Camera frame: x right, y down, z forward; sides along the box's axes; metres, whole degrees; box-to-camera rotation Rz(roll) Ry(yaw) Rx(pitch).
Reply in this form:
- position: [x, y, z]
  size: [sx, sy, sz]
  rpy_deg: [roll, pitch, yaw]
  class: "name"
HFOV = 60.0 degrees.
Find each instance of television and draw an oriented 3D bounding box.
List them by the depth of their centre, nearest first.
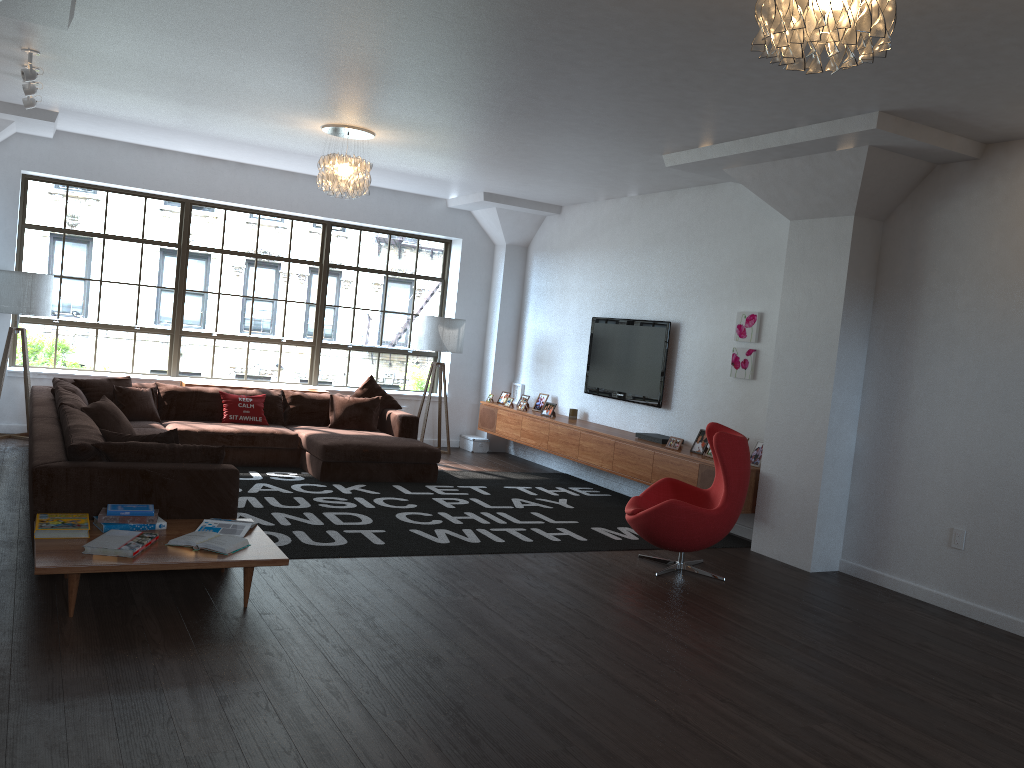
- position: [1.125, -0.242, 8.850]
  size: [0.013, 0.816, 1.324]
  rpy_deg: [4, 4, -29]
  class: "television"

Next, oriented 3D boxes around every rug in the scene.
- position: [-0.571, 1.001, 7.444]
  size: [4.200, 0.007, 3.100]
  rpy_deg: [4, 4, -27]
  class: "rug"

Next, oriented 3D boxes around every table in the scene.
- position: [-1.788, 0.915, 4.461]
  size: [1.100, 0.271, 0.853]
  rpy_deg: [4, 4, -29]
  class: "table"

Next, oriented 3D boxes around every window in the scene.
- position: [-2.922, -0.972, 10.011]
  size: [4.648, 1.905, 0.114]
  rpy_deg: [4, 4, -29]
  class: "window"

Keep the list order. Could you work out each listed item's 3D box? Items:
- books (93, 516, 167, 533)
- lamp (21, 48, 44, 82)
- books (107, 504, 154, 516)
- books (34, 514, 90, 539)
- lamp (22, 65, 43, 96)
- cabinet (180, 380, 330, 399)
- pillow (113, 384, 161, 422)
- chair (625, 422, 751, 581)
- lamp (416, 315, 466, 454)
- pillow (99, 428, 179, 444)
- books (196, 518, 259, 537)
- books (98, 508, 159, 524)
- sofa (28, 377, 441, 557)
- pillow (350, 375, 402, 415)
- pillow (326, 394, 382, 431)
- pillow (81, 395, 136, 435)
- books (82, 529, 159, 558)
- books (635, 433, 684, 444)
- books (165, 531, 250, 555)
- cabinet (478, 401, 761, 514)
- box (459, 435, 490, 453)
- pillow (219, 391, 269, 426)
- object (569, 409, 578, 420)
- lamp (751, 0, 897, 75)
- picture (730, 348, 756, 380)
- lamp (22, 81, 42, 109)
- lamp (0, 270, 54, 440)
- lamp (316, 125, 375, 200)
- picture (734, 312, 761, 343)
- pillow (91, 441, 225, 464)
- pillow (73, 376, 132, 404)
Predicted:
- position: [-2.002, 0.727, 4.643]
  size: [0.312, 0.037, 0.216]
  rpy_deg: [3, 4, -39]
  class: "books"
- position: [-3.158, -2.080, 5.811]
  size: [0.111, 0.211, 0.120]
  rpy_deg: [6, 3, 5]
  class: "lamp"
- position: [-1.995, 0.660, 4.641]
  size: [0.224, 0.027, 0.157]
  rpy_deg: [4, 4, -24]
  class: "books"
- position: [-2.251, 0.709, 4.438]
  size: [0.241, 0.045, 0.334]
  rpy_deg: [4, 4, -27]
  class: "books"
- position: [-3.397, -2.130, 6.255]
  size: [0.111, 0.211, 0.120]
  rpy_deg: [7, 3, 20]
  class: "lamp"
- position: [-2.791, 0.337, 9.608]
  size: [1.520, 0.625, 0.350]
  rpy_deg: [4, 4, -29]
  class: "cabinet"
- position: [-3.435, 0.177, 8.058]
  size: [0.238, 0.337, 0.489]
  rpy_deg: [8, 4, 31]
  class: "pillow"
- position: [1.187, 0.759, 6.058]
  size: [0.801, 1.006, 0.798]
  rpy_deg: [6, 3, -3]
  class: "chair"
- position: [-0.891, 0.006, 10.404]
  size: [0.545, 1.579, 0.545]
  rpy_deg: [5, 3, -18]
  class: "lamp"
- position: [-2.216, 0.432, 5.376]
  size: [0.559, 0.411, 0.269]
  rpy_deg: [7, 3, 17]
  class: "pillow"
- position: [-1.544, 0.764, 4.817]
  size: [0.256, 0.035, 0.350]
  rpy_deg: [6, 3, -3]
  class: "books"
- position: [-2.004, 0.690, 4.642]
  size: [0.279, 0.035, 0.191]
  rpy_deg: [5, 3, -19]
  class: "books"
- position: [-1.964, 0.539, 7.221]
  size: [3.481, 0.664, 4.197]
  rpy_deg: [4, 4, -29]
  class: "sofa"
- position: [-1.501, 0.201, 9.320]
  size: [0.335, 0.587, 0.651]
  rpy_deg: [9, 4, 40]
  class: "pillow"
- position: [-1.612, 0.286, 9.081]
  size: [0.542, 0.362, 0.248]
  rpy_deg: [5, 3, -8]
  class: "pillow"
- position: [-2.988, 0.306, 6.576]
  size: [0.325, 0.391, 0.625]
  rpy_deg: [5, 3, -12]
  class: "pillow"
- position: [-1.873, 0.763, 4.257]
  size: [0.236, 0.035, 0.340]
  rpy_deg: [6, 3, -4]
  class: "books"
- position: [1.358, 0.507, 8.177]
  size: [0.250, 0.053, 0.400]
  rpy_deg: [4, 4, -29]
  class: "books"
- position: [-1.517, 0.788, 4.442]
  size: [0.342, 0.040, 0.231]
  rpy_deg: [7, 3, 11]
  class: "books"
- position: [0.866, 0.615, 8.881]
  size: [0.459, 0.350, 4.501]
  rpy_deg: [4, 4, -29]
  class: "cabinet"
- position: [-0.461, 0.733, 10.900]
  size: [0.228, 0.165, 0.368]
  rpy_deg: [4, 4, -29]
  class: "box"
- position: [-2.619, 0.242, 8.668]
  size: [0.465, 0.308, 0.220]
  rpy_deg: [4, 4, -33]
  class: "pillow"
- position: [0.659, 0.324, 9.535]
  size: [0.089, 0.110, 0.089]
  rpy_deg: [7, 3, 16]
  class: "object"
- position: [1.024, -1.308, 2.870]
  size: [0.441, 0.539, 0.442]
  rpy_deg: [7, 3, 14]
  class: "lamp"
- position: [1.944, -0.174, 7.467]
  size: [0.030, 0.250, 0.250]
  rpy_deg: [4, 4, -29]
  class: "picture"
- position: [-3.642, -2.182, 6.709]
  size: [0.111, 0.211, 0.120]
  rpy_deg: [8, 4, 35]
  class: "lamp"
- position: [-4.714, -0.273, 8.425]
  size: [0.545, 1.579, 0.545]
  rpy_deg: [3, 4, -40]
  class: "lamp"
- position: [-1.371, -1.810, 7.300]
  size: [0.441, 0.539, 0.442]
  rpy_deg: [7, 3, 14]
  class: "lamp"
- position: [1.976, -0.479, 7.449]
  size: [0.030, 0.250, 0.250]
  rpy_deg: [4, 4, -29]
  class: "picture"
- position: [-2.061, 0.503, 5.163]
  size: [0.750, 0.364, 0.289]
  rpy_deg: [4, 4, -29]
  class: "pillow"
- position: [-3.646, 0.137, 8.050]
  size: [0.334, 0.418, 0.580]
  rpy_deg: [8, 4, 34]
  class: "pillow"
